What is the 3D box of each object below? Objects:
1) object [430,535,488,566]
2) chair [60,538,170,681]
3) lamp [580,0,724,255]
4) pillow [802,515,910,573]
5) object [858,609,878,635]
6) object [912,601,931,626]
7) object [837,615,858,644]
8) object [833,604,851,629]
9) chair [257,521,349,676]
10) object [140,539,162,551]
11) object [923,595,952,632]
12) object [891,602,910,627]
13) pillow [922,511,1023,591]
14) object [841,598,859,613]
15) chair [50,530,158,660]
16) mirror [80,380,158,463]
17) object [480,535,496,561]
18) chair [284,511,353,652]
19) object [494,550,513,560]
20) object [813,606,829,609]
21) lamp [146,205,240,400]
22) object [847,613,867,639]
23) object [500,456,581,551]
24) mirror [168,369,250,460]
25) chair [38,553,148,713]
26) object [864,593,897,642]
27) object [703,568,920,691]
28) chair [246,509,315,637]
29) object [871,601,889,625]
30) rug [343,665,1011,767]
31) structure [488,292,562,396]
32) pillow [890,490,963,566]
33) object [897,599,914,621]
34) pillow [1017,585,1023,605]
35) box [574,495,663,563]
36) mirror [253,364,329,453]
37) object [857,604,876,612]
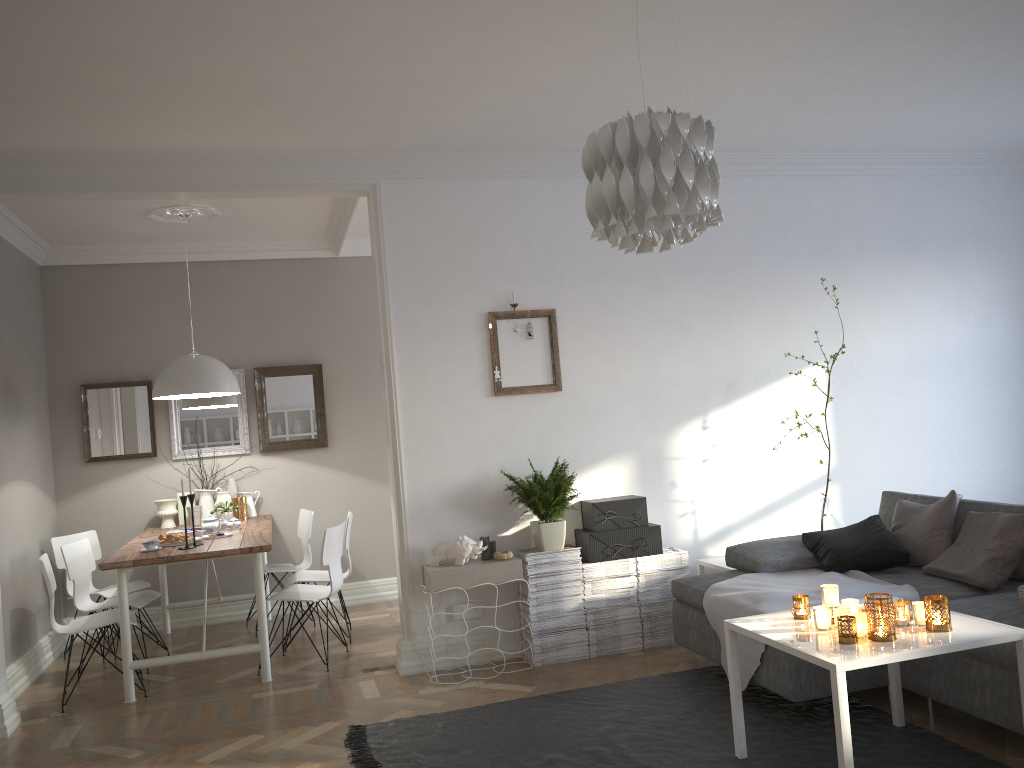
[{"bbox_3d":[-0.279,0.868,4.638,0.311,0.150,0.137,-5,-2,15],"label":"object"},{"bbox_3d":[-2.407,1.332,5.384,0.479,0.785,0.432,-5,-2,-5],"label":"chair"},{"bbox_3d":[0.338,-0.891,2.349,0.354,1.065,0.355,-5,-2,27],"label":"lamp"},{"bbox_3d":[1.692,0.802,4.392,0.421,0.248,0.402,-5,-2,5],"label":"pillow"},{"bbox_3d":[1.184,0.789,2.942,0.060,0.073,0.060,-4,-2,-26],"label":"object"},{"bbox_3d":[1.383,0.775,2.987,0.060,0.073,0.060,-6,-2,37],"label":"object"},{"bbox_3d":[1.080,0.791,2.856,0.060,0.079,0.060,-4,-2,-25],"label":"object"},{"bbox_3d":[1.131,0.797,3.033,0.060,0.073,0.060,-3,-2,-35],"label":"object"},{"bbox_3d":[-1.200,1.223,5.140,0.479,0.785,0.432,-5,-2,5],"label":"chair"},{"bbox_3d":[-1.987,0.892,4.896,0.137,0.056,0.116,-5,-2,15],"label":"object"},{"bbox_3d":[1.399,0.755,2.916,0.080,0.104,0.080,-4,-2,-25],"label":"object"},{"bbox_3d":[1.318,0.781,3.005,0.060,0.073,0.060,-5,-2,10],"label":"object"},{"bbox_3d":[2.102,0.734,4.002,0.337,0.311,0.415,-4,-2,-10],"label":"pillow"},{"bbox_3d":[1.189,0.796,3.112,0.060,0.073,0.060,-5,-2,10],"label":"object"},{"bbox_3d":[-2.709,1.378,5.888,0.479,0.785,0.431,-5,-2,16],"label":"chair"},{"bbox_3d":[-2.824,0.268,6.378,0.474,0.557,0.052,-4,-2,-15],"label":"mirror"},{"bbox_3d":[-0.131,0.867,4.741,0.062,0.134,0.123,-5,-2,26],"label":"object"},{"bbox_3d":[-1.236,1.249,5.707,0.479,0.785,0.432,-4,-2,-10],"label":"chair"},{"bbox_3d":[-0.044,0.902,4.679,0.104,0.046,0.099,-6,-3,31],"label":"object"},{"bbox_3d":[1.064,0.800,3.040,0.056,0.066,0.056,-6,-2,37],"label":"object"},{"bbox_3d":[-2.047,-0.512,5.639,0.530,1.181,0.530,-4,-2,-8],"label":"lamp"},{"bbox_3d":[1.133,0.792,2.903,0.060,0.073,0.060,-4,-2,-26],"label":"object"},{"bbox_3d":[0.179,0.653,4.788,0.438,0.526,0.368,-4,-2,-15],"label":"object"},{"bbox_3d":[-2.237,0.219,6.542,0.544,0.632,0.047,-4,-2,-15],"label":"mirror"},{"bbox_3d":[-2.265,1.297,4.799,0.479,0.785,0.432,-4,-2,-25],"label":"chair"},{"bbox_3d":[1.188,0.752,2.859,0.090,0.139,0.087,-3,-2,-45],"label":"object"},{"bbox_3d":[1.313,1.111,3.981,0.725,0.437,0.812,-4,-2,-17],"label":"object"},{"bbox_3d":[-1.624,1.302,6.223,0.479,0.785,0.432,-4,-2,-25],"label":"chair"},{"bbox_3d":[1.266,0.786,3.045,0.060,0.073,0.060,-5,-2,10],"label":"object"},{"bbox_3d":[0.518,1.388,3.237,2.111,0.055,2.017,-4,-2,-16],"label":"rug"},{"bbox_3d":[0.071,-0.233,4.974,0.398,0.574,0.053,-4,-2,-18],"label":"structure"},{"bbox_3d":[2.050,0.725,4.400,0.324,0.402,0.430,-4,-2,-28],"label":"pillow"},{"bbox_3d":[1.363,0.783,3.070,0.047,0.068,0.054,-6,-2,35],"label":"object"},{"bbox_3d":[2.155,0.743,3.249,0.405,0.194,0.405,-4,-2,-29],"label":"pillow"},{"bbox_3d":[0.593,0.799,4.927,0.419,0.315,0.298,-4,-2,-15],"label":"box"},{"bbox_3d":[-1.665,0.181,6.689,0.503,0.636,0.049,-4,-2,-15],"label":"mirror"},{"bbox_3d":[1.207,0.790,3.015,0.060,0.073,0.060,-6,-2,31],"label":"object"}]
